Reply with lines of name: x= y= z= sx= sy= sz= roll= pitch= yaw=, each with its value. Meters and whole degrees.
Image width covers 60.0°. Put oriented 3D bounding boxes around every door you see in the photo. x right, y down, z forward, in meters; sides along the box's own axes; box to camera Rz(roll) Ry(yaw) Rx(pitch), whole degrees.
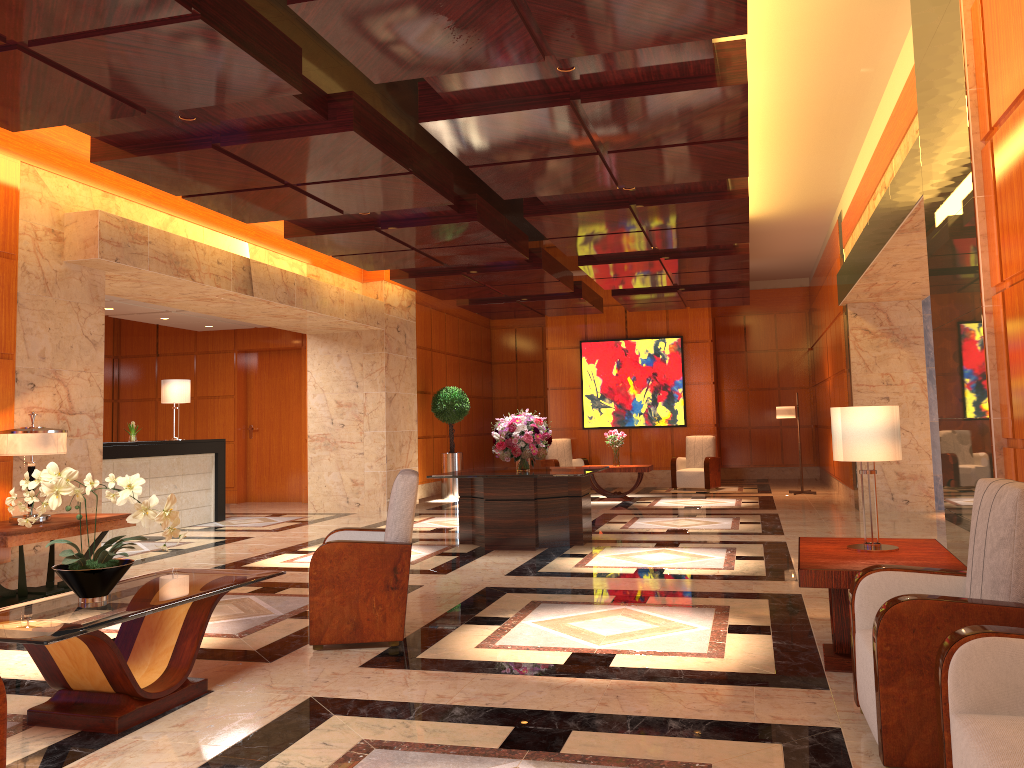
door: x=-4.167 y=0.725 z=15.542 sx=1.285 sy=2.706 sz=0.339 roll=-3 pitch=-5 yaw=15

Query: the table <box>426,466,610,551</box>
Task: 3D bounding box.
table: x=0.131 y=1.295 z=9.405 sx=1.599 sy=0.747 sz=1.596 roll=-2 pitch=-3 yaw=15

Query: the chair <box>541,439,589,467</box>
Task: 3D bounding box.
chair: x=0.986 y=1.513 z=16.686 sx=0.737 sy=0.964 sz=0.627 roll=1 pitch=-5 yaw=-26

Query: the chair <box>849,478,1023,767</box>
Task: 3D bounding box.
chair: x=1.619 y=0.846 z=3.304 sx=0.628 sy=0.964 sz=0.736 roll=-3 pitch=-4 yaw=14

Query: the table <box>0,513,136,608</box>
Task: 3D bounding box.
table: x=-3.495 y=1.318 z=6.508 sx=0.725 sy=0.608 sz=1.267 roll=-2 pitch=-3 yaw=15

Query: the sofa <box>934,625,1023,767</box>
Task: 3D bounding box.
sofa: x=1.309 y=0.789 z=1.718 sx=0.612 sy=0.935 sz=1.794 roll=-3 pitch=-3 yaw=15

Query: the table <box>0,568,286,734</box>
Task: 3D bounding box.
table: x=-1.754 y=1.209 z=3.989 sx=0.722 sy=0.497 sz=1.556 roll=-3 pitch=-3 yaw=18

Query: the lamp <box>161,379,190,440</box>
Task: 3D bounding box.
lamp: x=-4.601 y=0.357 z=12.125 sx=0.372 sy=0.823 sz=0.372 roll=-5 pitch=-6 yaw=40

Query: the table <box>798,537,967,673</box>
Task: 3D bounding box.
table: x=1.833 y=1.117 z=4.452 sx=0.724 sy=0.536 sz=1.165 roll=-3 pitch=-3 yaw=18

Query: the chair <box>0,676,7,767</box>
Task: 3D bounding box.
chair: x=-1.930 y=0.897 z=2.516 sx=0.737 sy=0.964 sz=0.627 roll=-4 pitch=-5 yaw=34

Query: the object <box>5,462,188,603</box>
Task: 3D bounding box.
object: x=-1.854 y=0.650 z=3.939 sx=0.788 sy=0.619 sz=0.416 roll=-1 pitch=-4 yaw=-8

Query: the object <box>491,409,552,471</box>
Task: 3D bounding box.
object: x=0.110 y=0.592 z=9.449 sx=0.649 sy=0.660 sz=0.678 roll=-2 pitch=-4 yaw=6

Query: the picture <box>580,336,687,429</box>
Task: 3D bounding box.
picture: x=2.322 y=-0.016 z=17.116 sx=1.995 sy=1.742 sz=0.056 roll=-2 pitch=-5 yaw=15

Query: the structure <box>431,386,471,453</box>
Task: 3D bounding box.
structure: x=-1.069 y=0.878 z=15.568 sx=0.721 sy=1.718 sz=0.719 roll=-1 pitch=-5 yaw=-7

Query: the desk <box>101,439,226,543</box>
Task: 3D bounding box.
desk: x=-4.873 y=1.304 z=11.215 sx=0.941 sy=1.145 sz=2.919 roll=-3 pitch=-3 yaw=15

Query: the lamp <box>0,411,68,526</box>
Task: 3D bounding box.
lamp: x=-3.482 y=0.603 z=6.423 sx=0.458 sy=0.813 sz=0.457 roll=-3 pitch=-5 yaw=24

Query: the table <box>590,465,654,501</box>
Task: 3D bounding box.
table: x=1.682 y=1.604 z=14.389 sx=1.167 sy=0.536 sz=0.723 roll=-2 pitch=-4 yaw=15

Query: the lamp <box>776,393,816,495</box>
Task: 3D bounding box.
lamp: x=4.648 y=0.975 z=14.573 sx=0.526 sy=1.666 sz=0.358 roll=-2 pitch=-5 yaw=5

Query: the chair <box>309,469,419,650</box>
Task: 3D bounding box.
chair: x=-0.868 y=1.006 z=5.310 sx=0.628 sy=0.964 sz=0.735 roll=-1 pitch=-4 yaw=-6

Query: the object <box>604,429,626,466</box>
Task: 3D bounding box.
object: x=1.690 y=1.039 z=14.464 sx=0.350 sy=0.598 sz=0.326 roll=-5 pitch=-6 yaw=35

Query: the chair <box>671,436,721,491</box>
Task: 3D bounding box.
chair: x=3.337 y=1.424 z=16.065 sx=0.737 sy=0.964 sz=0.627 roll=-4 pitch=-5 yaw=34
